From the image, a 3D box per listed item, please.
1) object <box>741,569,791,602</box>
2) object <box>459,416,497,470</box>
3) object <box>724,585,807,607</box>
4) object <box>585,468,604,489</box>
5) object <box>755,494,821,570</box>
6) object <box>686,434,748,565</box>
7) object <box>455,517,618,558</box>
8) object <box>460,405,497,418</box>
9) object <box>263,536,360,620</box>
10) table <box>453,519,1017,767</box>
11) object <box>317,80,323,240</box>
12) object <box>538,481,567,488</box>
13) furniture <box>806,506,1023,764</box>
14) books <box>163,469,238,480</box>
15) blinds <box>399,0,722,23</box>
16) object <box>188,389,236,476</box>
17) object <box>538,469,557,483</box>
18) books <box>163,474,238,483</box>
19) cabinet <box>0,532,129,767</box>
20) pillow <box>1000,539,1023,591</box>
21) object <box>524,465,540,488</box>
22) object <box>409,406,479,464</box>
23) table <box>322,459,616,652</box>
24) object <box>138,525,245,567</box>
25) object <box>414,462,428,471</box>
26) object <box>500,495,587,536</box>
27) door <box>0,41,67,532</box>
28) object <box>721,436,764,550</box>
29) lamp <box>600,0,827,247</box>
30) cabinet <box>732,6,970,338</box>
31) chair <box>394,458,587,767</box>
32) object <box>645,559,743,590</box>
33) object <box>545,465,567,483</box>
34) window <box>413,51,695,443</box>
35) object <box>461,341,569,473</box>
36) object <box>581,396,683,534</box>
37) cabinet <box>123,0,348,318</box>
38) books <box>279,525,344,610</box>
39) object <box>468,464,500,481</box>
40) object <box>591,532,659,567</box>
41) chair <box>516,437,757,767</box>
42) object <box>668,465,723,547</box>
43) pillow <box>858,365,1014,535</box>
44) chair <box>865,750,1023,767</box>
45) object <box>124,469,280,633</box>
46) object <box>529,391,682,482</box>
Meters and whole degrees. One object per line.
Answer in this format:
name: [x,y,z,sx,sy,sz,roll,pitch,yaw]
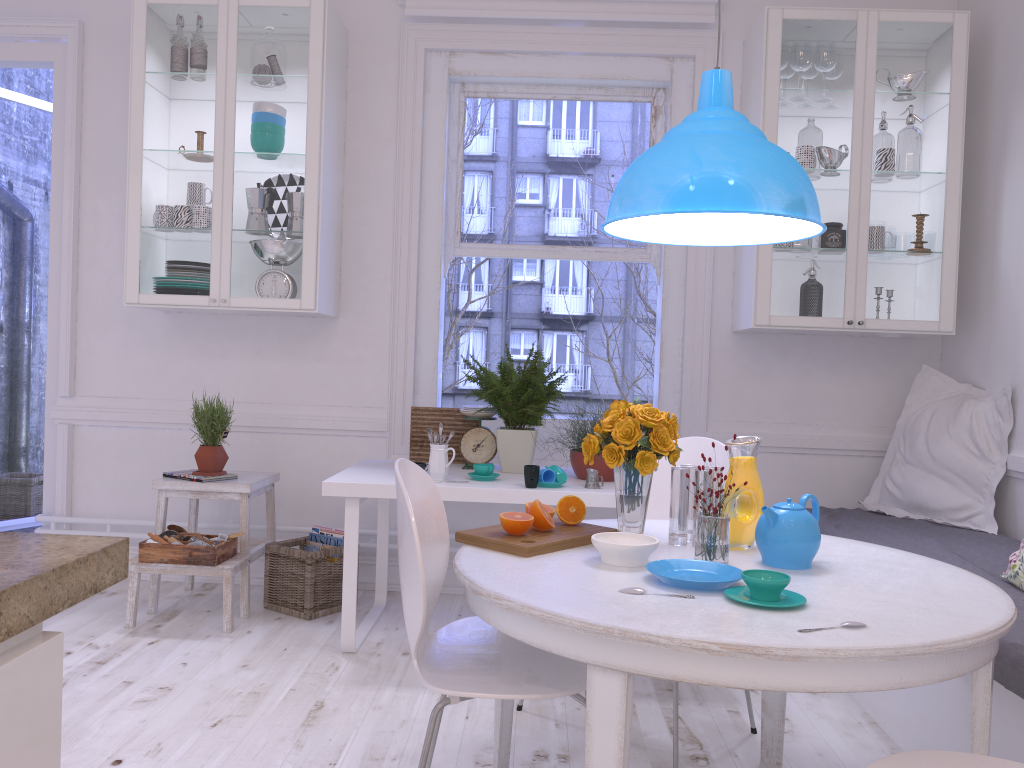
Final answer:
object: [0.468,0.374,1.637,0.088,0.043,0.088,2,1,9]
object: [-0.135,0.242,3.664,0.159,0.208,0.185,2,1,2]
object: [0.467,0.395,1.637,0.147,0.011,0.147,2,1,4]
object: [0.293,0.337,3.161,0.066,0.067,0.052,2,1,2]
object: [0.615,0.323,1.961,0.156,0.151,0.150,2,1,5]
object: [0.450,0.249,1.937,0.128,0.287,0.128,2,1,4]
object: [0.064,0.363,2.130,0.224,0.024,0.347,3,2,42]
object: [-0.134,0.115,3.672,0.163,0.047,0.164,1,2,-39]
object: [-0.839,0.803,3.715,0.276,0.270,0.276,3,2,35]
table: [0.432,0.708,1.935,1.140,0.629,1.140,3,1,31]
object: [-1.191,-0.972,3.892,0.811,0.651,0.376,2,1,2]
object: [0.134,0.354,3.166,0.121,0.021,0.121,3,2,42]
furniture: [1.436,0.800,2.194,0.769,0.508,3.296,2,1,2]
books: [-1.286,0.373,3.663,0.246,0.007,0.180,3,1,32]
blinds: [0.210,-1.687,3.962,1.451,0.131,0.136,2,1,2]
object: [-1.227,0.187,3.647,0.186,0.367,0.196,1,2,-43]
object: [0.120,0.328,3.162,0.069,0.058,0.080,2,1,-25]
books: [-1.287,0.382,3.663,0.246,0.011,0.180,3,1,32]
cabinet: [-0.782,0.589,0.413,0.654,0.842,1.167,2,1,2]
pillow: [1.603,0.371,2.212,0.509,0.447,0.592,2,1,7]
object: [0.065,0.325,3.104,0.055,0.077,0.070,3,1,27]
object: [-0.286,0.220,3.776,0.294,0.237,0.028,2,1,2]
table: [0.097,0.668,3.427,1.514,0.619,0.736,2,1,2]
object: [-1.232,0.621,3.427,0.358,0.110,0.211,2,1,4]
object: [-0.361,0.320,3.321,0.079,0.048,0.082,1,2,-38]
object: [0.058,0.313,2.154,0.129,0.075,0.285,3,2,38]
door: [-2.585,-0.388,4.698,1.009,2.474,1.021,2,1,2]
object: [0.553,0.260,2.128,0.094,0.267,0.116,3,1,29]
lamp: [0.548,-1.366,2.270,0.568,1.948,0.568,3,2,36]
cabinet: [1.425,-0.874,3.788,0.823,1.311,0.425,2,1,2]
chair: [-0.014,0.586,1.851,0.483,0.845,0.604,2,1,2]
object: [0.365,0.382,1.768,0.196,0.023,0.196,2,1,-11]
object: [0.157,0.323,3.173,0.069,0.059,0.082,2,1,-20]
window: [0.188,-0.623,4.172,1.234,1.782,0.181,2,1,2]
object: [0.012,0.089,3.541,0.438,0.527,0.368,2,1,2]
object: [0.299,0.207,2.169,0.234,0.351,0.235,1,1,-33]
cabinet: [-1.191,-0.971,3.871,0.823,1.311,0.425,2,1,2]
books: [-0.830,0.770,3.724,0.221,0.306,0.205,3,2,35]
object: [-0.104,0.326,3.281,0.121,0.055,0.121,3,2,42]
object: [0.244,0.360,1.921,0.147,0.052,0.147,3,2,44]
chair: [0.407,0.585,2.630,0.483,0.845,0.604,1,2,-43]
object: [0.447,0.295,2.158,0.101,0.186,0.122,3,1,32]
pillow: [1.764,0.241,3.637,0.374,0.642,0.677,1,1,-28]
chair: [0.645,0.625,1.195,0.483,0.845,0.604,3,2,37]
object: [-1.242,0.657,3.635,0.418,0.534,0.599,2,1,2]
object: [0.362,0.202,3.435,0.668,0.367,0.531,3,1,26]
